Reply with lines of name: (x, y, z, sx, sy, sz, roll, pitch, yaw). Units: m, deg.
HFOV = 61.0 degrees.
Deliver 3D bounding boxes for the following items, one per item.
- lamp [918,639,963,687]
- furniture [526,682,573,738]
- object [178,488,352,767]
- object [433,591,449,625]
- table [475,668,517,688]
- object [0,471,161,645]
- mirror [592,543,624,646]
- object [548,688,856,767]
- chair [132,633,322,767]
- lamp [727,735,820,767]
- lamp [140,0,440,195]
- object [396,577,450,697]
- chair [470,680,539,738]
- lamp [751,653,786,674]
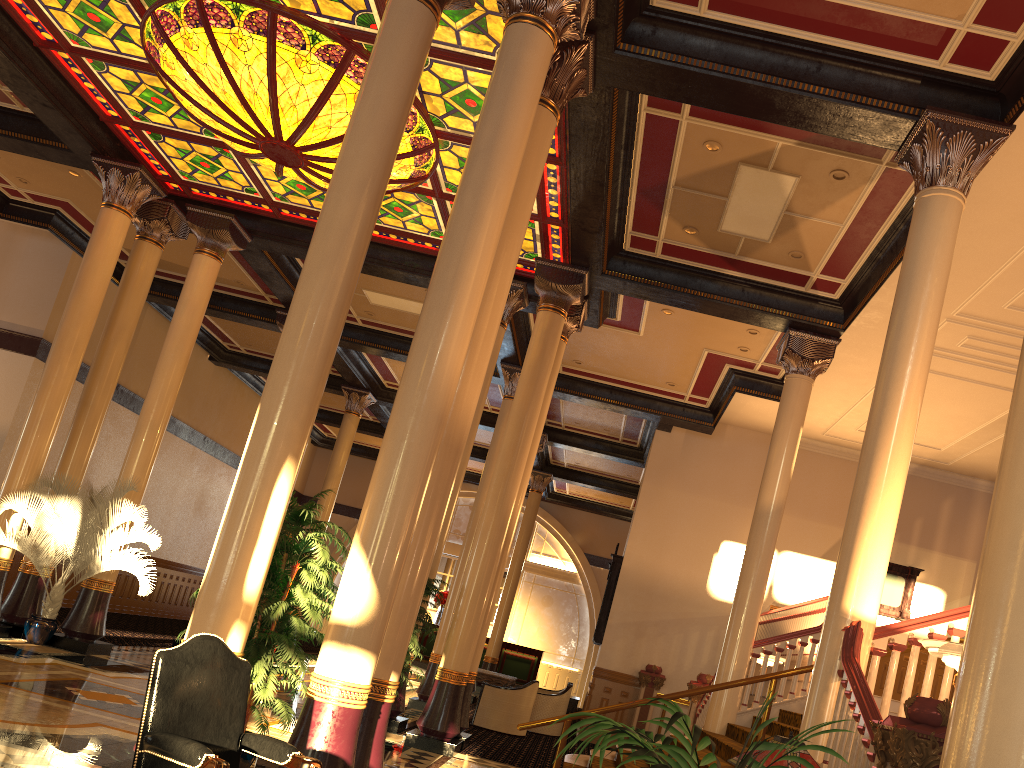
lamp: (2.559, 2.593, 5.259, 0.559, 1.971, 0.615, 11, -9, 23)
furniture: (0.617, 5.832, 15.841, 0.799, 0.924, 2.247, 13, -15, 8)
object: (-1.689, 1.708, 6.080, 1.151, 2.107, 0.992, 22, -12, -35)
object: (1.867, 1.443, 10.897, 0.687, 4.200, 29.897, 16, -16, -9)
table: (-0.584, 5.446, 15.319, 1.096, 0.757, 1.694, 13, -15, 6)
object: (-5.165, 2.137, 10.601, 1.798, 2.227, 2.155, 13, -12, 9)
mirror: (1.848, 4.049, 16.838, 0.253, 1.946, 1.840, 14, -12, 9)
object: (0.358, 1.364, 1.972, 1.080, 1.407, 1.061, 7, -13, 33)
chair: (-1.202, 1.658, 3.657, 0.719, 1.076, 0.782, 11, -11, 20)
lamp: (0.921, 1.442, 3.022, 0.318, 0.411, 0.327, 14, -11, 2)
lamp: (-2.257, -2.601, 8.850, 2.983, 0.591, 3.096, 13, -16, 3)
object: (-1.403, 3.006, 10.166, 1.052, 2.107, 1.088, 16, -10, -6)
chair: (-0.046, 5.090, 13.852, 0.740, 0.894, 1.018, 9, -14, 25)
lamp: (2.993, 4.410, 10.976, 0.598, 1.971, 0.575, 17, -9, -12)
